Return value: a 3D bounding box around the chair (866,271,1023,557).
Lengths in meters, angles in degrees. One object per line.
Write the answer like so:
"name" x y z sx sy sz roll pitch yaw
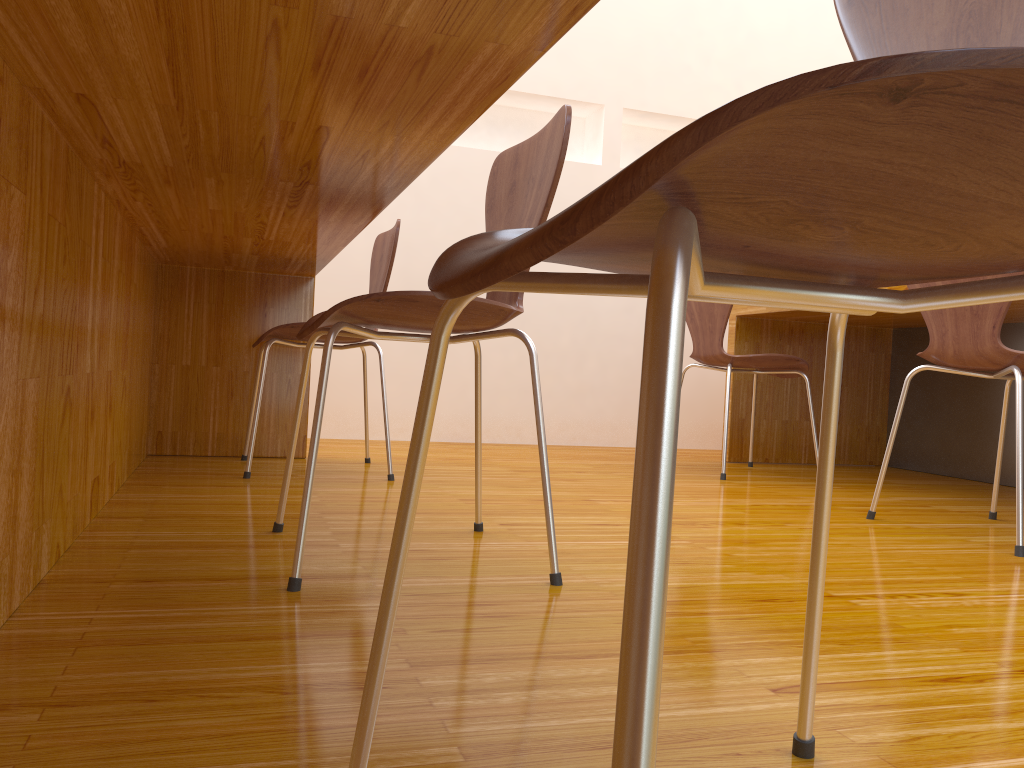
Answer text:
"chair" 1.084 -0.015 1.918 0.381 0.693 0.428 3 1 -18

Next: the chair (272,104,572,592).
"chair" -0.152 -0.071 1.383 0.381 0.693 0.428 3 1 -18

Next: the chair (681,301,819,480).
"chair" 0.781 -0.043 2.996 0.381 0.693 0.428 3 1 -18

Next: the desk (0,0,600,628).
"desk" -0.723 -0.270 1.033 1.248 1.022 3.216 3 1 -18

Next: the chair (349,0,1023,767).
"chair" 0.143 -0.045 0.458 0.381 0.693 0.428 3 1 -18

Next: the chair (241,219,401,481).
"chair" -0.528 -0.103 2.437 0.381 0.693 0.428 3 1 -18

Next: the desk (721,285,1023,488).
"desk" 2.017 0.160 2.158 1.527 0.785 3.243 3 1 -18
